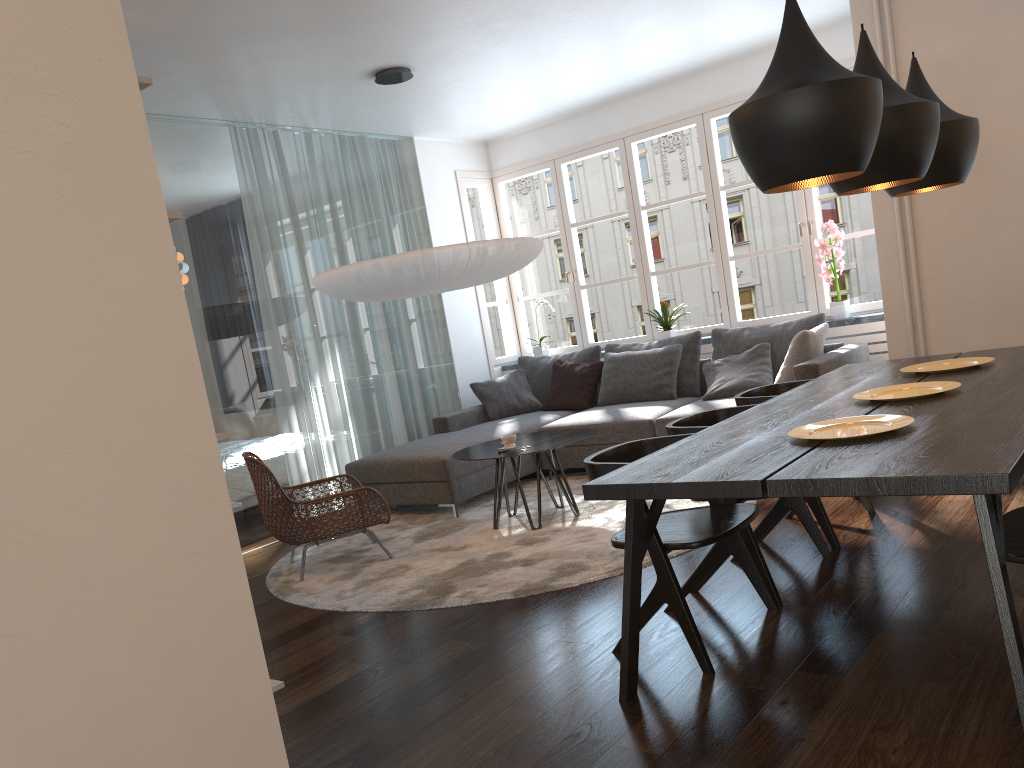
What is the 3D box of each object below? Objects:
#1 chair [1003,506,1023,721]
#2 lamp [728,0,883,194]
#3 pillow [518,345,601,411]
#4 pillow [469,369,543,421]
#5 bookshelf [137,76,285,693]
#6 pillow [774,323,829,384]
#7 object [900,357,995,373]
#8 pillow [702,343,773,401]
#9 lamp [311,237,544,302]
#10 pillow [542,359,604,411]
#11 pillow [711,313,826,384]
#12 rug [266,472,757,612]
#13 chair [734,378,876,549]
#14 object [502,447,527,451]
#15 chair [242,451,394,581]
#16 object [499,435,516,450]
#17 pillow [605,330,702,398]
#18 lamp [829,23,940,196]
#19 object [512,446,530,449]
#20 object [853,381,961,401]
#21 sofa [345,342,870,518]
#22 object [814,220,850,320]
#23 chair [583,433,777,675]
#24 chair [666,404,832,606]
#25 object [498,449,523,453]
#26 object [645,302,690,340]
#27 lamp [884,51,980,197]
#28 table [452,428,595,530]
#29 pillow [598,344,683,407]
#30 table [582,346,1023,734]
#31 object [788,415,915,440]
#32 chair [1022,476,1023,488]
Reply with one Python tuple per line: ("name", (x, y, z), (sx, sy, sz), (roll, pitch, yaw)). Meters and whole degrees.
("chair", (1.513, 0.437, 2.244), (0.521, 0.677, 0.586), (-5, 8, 37))
("lamp", (0.808, -0.837, 2.474), (0.410, 0.546, 0.408), (-10, 6, -4))
("pillow", (0.360, -0.024, 7.256), (0.839, 0.482, 0.272), (-6, 8, 38))
("pillow", (-0.050, 0.087, 7.214), (0.513, 0.363, 0.345), (-11, 6, -12))
("bookshelf", (-0.798, -0.205, 1.393), (0.641, 2.094, 0.224), (-4, 10, 38))
("pillow", (1.808, -0.141, 5.548), (0.287, 0.418, 0.488), (-5, 7, 37))
("object", (1.808, -0.074, 3.680), (0.357, 0.017, 0.352), (-6, 5, 42))
("pillow", (1.532, -0.085, 6.049), (0.493, 0.324, 0.439), (-8, 6, 20))
("lamp", (-0.512, -0.682, 5.584), (1.464, 0.212, 1.464), (-11, 4, -15))
("pillow", (0.471, 0.000, 6.980), (0.522, 0.407, 0.307), (-5, 8, 40))
("pillow", (1.760, -0.192, 6.152), (0.839, 0.481, 0.272), (-6, 8, 38))
("rug", (-0.013, 0.835, 5.246), (2.846, 0.012, 2.807), (-9, 4, 18))
("chair", (1.338, 0.345, 4.049), (0.521, 0.677, 0.586), (-5, 8, 37))
("object", (0.005, 0.364, 4.956), (0.164, 0.016, 0.025), (-9, 5, 13))
("chair", (-1.098, 0.672, 4.986), (0.682, 0.716, 0.716), (-12, 6, -19))
("object", (-0.033, 0.337, 5.056), (0.137, 0.070, 0.091), (-14, 7, -40))
("pillow", (1.049, -0.110, 6.725), (0.842, 0.479, 0.273), (-6, 8, 38))
("lamp", (1.225, -0.946, 3.014), (0.412, 0.546, 0.406), (-8, 7, 14))
("object", (0.046, 0.357, 4.995), (0.124, 0.010, 0.025), (-10, 4, 5))
("object", (1.410, 0.030, 3.163), (0.357, 0.017, 0.352), (-9, 4, 19))
("sofa", (0.621, 0.333, 6.060), (3.077, 0.678, 2.017), (-7, 5, 38))
("object", (2.252, -0.800, 6.214), (0.201, 0.697, 0.294), (-7, 8, 17))
("chair", (0.570, 0.546, 3.043), (0.521, 0.677, 0.586), (-5, 8, 36))
("chair", (0.935, 0.450, 3.517), (0.521, 0.677, 0.586), (-5, 8, 39))
("object", (-0.003, 0.369, 4.915), (0.168, 0.015, 0.014), (-8, 6, 25))
("object", (1.248, -0.497, 7.040), (0.377, 0.331, 0.319), (-8, 6, 13))
("lamp", (1.641, -1.055, 3.554), (0.409, 0.546, 0.409), (-12, 7, -18))
("table", (0.107, 0.579, 5.209), (0.849, 0.477, 0.838), (-6, 6, 40))
("pillow", (0.957, -0.060, 6.627), (0.669, 0.401, 0.289), (-6, 7, 38))
("table", (1.429, 0.380, 3.223), (1.110, 0.685, 2.473), (-6, 6, 38))
("object", (1.012, 0.134, 2.647), (0.357, 0.017, 0.352), (-6, 5, 42))
("chair", (1.876, 0.342, 2.715), (0.521, 0.677, 0.586), (-5, 8, 36))
